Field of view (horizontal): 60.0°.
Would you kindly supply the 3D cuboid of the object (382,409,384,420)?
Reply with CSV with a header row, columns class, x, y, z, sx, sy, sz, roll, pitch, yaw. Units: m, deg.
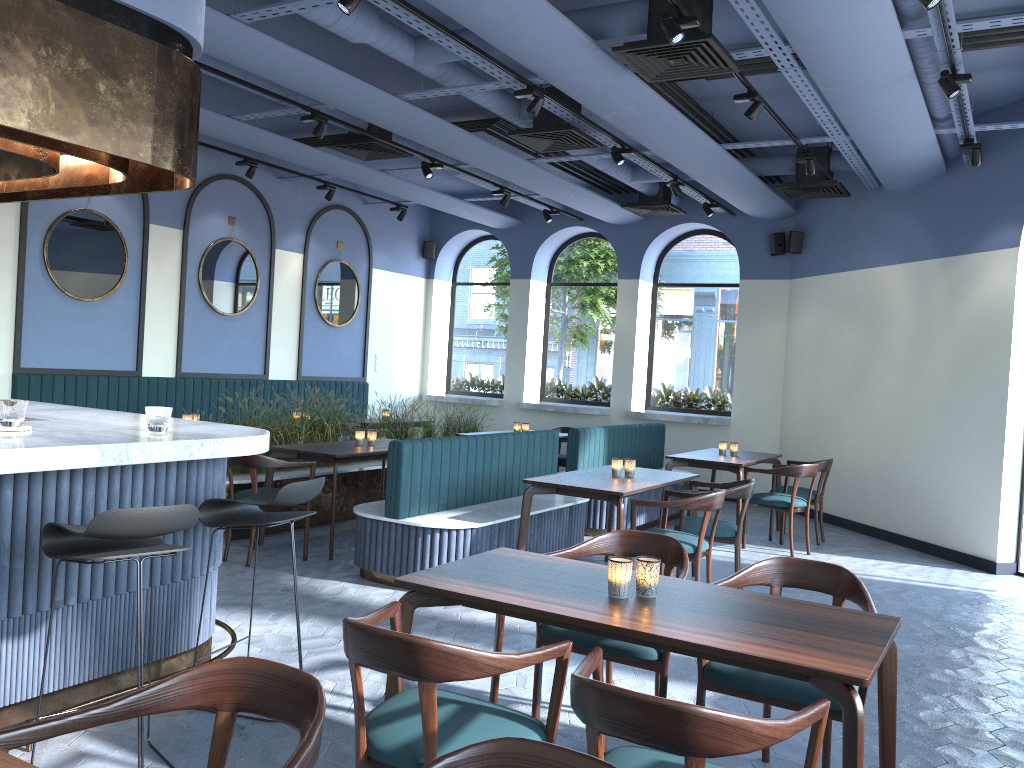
class,x,y,z,sx,sy,sz,roll,pitch,yaw
object,-1.495,0.363,10.453,0.078,0.120,0.078,4,1,13

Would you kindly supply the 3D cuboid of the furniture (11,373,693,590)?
class,x,y,z,sx,sy,sz,roll,pitch,yaw
furniture,-1.171,0.655,8.663,4.703,1.150,4.800,4,1,30

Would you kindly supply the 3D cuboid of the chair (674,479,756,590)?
class,x,y,z,sx,sy,sz,roll,pitch,yaw
chair,1.389,1.034,6.119,0.525,0.793,0.618,4,1,16

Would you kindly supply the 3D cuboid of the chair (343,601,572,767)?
class,x,y,z,sx,sy,sz,roll,pitch,yaw
chair,-0.219,1.008,2.435,0.618,0.793,0.525,4,1,29

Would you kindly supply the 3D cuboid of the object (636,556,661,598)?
class,x,y,z,sx,sy,sz,roll,pitch,yaw
object,0.434,0.619,2.842,0.078,0.120,0.078,2,1,-43

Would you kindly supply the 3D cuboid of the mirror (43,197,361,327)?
class,x,y,z,sx,sy,sz,roll,pitch,yaw
mirror,-3.082,-1.294,9.792,0.026,1.089,4.357,4,1,30

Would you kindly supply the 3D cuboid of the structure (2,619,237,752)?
class,x,y,z,sx,sy,sz,roll,pitch,yaw
structure,0.374,1.314,2.404,6.894,0.250,5.649,3,1,2

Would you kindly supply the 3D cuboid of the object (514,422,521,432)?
class,x,y,z,sx,sy,sz,roll,pitch,yaw
object,0.055,0.472,9.490,0.078,0.120,0.078,2,1,-43

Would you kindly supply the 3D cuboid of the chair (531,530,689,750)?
class,x,y,z,sx,sy,sz,roll,pitch,yaw
chair,0.433,1.025,3.578,0.618,0.793,0.525,4,1,29

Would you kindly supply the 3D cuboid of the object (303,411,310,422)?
class,x,y,z,sx,sy,sz,roll,pitch,yaw
object,-2.139,0.348,9.237,0.078,0.120,0.078,4,1,13

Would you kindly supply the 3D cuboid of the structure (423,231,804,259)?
class,x,y,z,sx,sy,sz,roll,pitch,yaw
structure,-1.295,-1.825,6.246,7.261,0.268,13.143,4,1,13

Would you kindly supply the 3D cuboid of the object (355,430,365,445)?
class,x,y,z,sx,sy,sz,roll,pitch,yaw
object,-1.245,0.437,7.260,0.078,0.120,0.078,4,1,13

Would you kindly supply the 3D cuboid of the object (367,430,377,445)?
class,x,y,z,sx,sy,sz,roll,pitch,yaw
object,-1.153,0.442,7.291,0.078,0.120,0.078,4,1,13

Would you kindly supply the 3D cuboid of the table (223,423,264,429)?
class,x,y,z,sx,sy,sz,roll,pitch,yaw
table,-2.887,0.764,8.027,0.548,0.755,1.285,4,1,30

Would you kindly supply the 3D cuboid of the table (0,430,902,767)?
class,x,y,z,sx,sy,sz,roll,pitch,yaw
table,-0.210,0.972,5.325,3.997,0.755,9.778,4,1,14

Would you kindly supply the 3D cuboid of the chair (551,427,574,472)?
class,x,y,z,sx,sy,sz,roll,pitch,yaw
chair,0.558,0.907,10.323,0.618,0.793,0.525,4,1,29

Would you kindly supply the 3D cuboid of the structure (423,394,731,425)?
class,x,y,z,sx,sy,sz,roll,pitch,yaw
structure,1.851,0.485,6.684,4.315,0.080,14.155,3,1,-9

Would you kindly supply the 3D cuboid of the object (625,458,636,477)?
class,x,y,z,sx,sy,sz,roll,pitch,yaw
object,0.818,0.580,6.156,0.078,0.120,0.078,4,1,13

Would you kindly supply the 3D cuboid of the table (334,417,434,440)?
class,x,y,z,sx,sy,sz,roll,pitch,yaw
table,-1.503,0.801,10.435,0.548,0.755,1.332,4,1,30

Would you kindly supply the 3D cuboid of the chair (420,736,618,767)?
class,x,y,z,sx,sy,sz,roll,pitch,yaw
chair,-0.054,1.038,1.360,0.618,0.793,0.525,4,1,29

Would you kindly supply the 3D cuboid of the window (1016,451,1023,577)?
class,x,y,z,sx,sy,sz,roll,pitch,yaw
window,4.424,-0.072,6.662,0.020,3.335,1.298,3,1,-15

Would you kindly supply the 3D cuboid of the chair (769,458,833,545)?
class,x,y,z,sx,sy,sz,roll,pitch,yaw
chair,2.712,1.071,8.329,0.525,0.793,0.618,4,1,29

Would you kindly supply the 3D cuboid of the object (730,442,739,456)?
class,x,y,z,sx,sy,sz,roll,pitch,yaw
object,2.096,0.614,8.370,0.078,0.120,0.078,2,1,-43

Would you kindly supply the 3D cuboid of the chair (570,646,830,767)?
class,x,y,z,sx,sy,sz,roll,pitch,yaw
chair,0.373,1.050,2.095,0.618,0.793,0.525,4,1,29

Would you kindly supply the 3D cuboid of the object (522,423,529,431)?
class,x,y,z,sx,sy,sz,roll,pitch,yaw
object,0.142,0.478,9.446,0.078,0.120,0.078,2,1,-43

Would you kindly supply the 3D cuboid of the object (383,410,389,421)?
class,x,y,z,sx,sy,sz,roll,pitch,yaw
object,-1.465,0.366,10.360,0.078,0.120,0.078,4,1,13

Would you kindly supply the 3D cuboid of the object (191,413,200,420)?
class,x,y,z,sx,sy,sz,roll,pitch,yaw
object,-2.867,0.327,8.026,0.078,0.120,0.078,2,1,-43

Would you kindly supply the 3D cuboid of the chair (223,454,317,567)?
class,x,y,z,sx,sy,sz,roll,pitch,yaw
chair,-1.770,0.845,6.271,0.618,0.793,0.525,4,1,29

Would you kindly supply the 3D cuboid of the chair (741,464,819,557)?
class,x,y,z,sx,sy,sz,roll,pitch,yaw
chair,2.370,1.062,7.734,0.618,0.793,0.525,3,1,-36

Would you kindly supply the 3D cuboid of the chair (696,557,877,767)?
class,x,y,z,sx,sy,sz,roll,pitch,yaw
chair,0.994,1.066,3.184,0.618,0.793,0.525,4,1,29

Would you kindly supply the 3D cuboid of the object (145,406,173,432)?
class,x,y,z,sx,sy,sz,roll,pitch,yaw
object,-1.496,0.150,3.751,0.111,0.102,0.111,3,1,1

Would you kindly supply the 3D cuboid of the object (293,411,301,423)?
class,x,y,z,sx,sy,sz,roll,pitch,yaw
object,-2.232,0.343,9.206,0.078,0.120,0.078,4,1,13

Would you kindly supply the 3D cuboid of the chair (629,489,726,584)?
class,x,y,z,sx,sy,sz,roll,pitch,yaw
chair,1.027,1.025,5.492,0.525,0.793,0.618,4,1,29

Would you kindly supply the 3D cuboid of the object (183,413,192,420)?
class,x,y,z,sx,sy,sz,roll,pitch,yaw
object,-2.911,0.326,7.939,0.078,0.120,0.078,2,1,-43

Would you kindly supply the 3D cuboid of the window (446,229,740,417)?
class,x,y,z,sx,sy,sz,roll,pitch,yaw
window,2.137,-0.728,6.714,3.897,2.394,14.212,3,1,-9

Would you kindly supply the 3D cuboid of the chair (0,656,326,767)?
class,x,y,z,sx,sy,sz,roll,pitch,yaw
chair,-0.645,0.997,1.701,0.618,0.793,0.525,4,1,29

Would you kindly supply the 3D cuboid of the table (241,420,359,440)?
class,x,y,z,sx,sy,sz,roll,pitch,yaw
table,-2.200,0.782,9.222,0.548,0.755,1.332,4,1,30

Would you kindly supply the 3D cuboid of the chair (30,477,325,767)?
class,x,y,z,sx,sy,sz,roll,pitch,yaw
chair,0.402,0.953,3.048,3.651,0.949,6.322,4,1,29

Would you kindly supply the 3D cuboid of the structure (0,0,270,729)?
class,x,y,z,sx,sy,sz,roll,pitch,yaw
structure,-3.181,-0.690,3.291,3.220,3.800,3.653,4,1,30

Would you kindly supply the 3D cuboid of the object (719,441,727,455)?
class,x,y,z,sx,sy,sz,roll,pitch,yaw
object,1.998,0.607,8.407,0.078,0.120,0.078,2,1,-43

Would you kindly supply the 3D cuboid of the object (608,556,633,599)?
class,x,y,z,sx,sy,sz,roll,pitch,yaw
object,0.341,0.614,2.811,0.078,0.120,0.078,2,1,-43

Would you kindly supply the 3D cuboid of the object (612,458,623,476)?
class,x,y,z,sx,sy,sz,roll,pitch,yaw
object,0.725,0.575,6.126,0.078,0.120,0.078,4,1,13

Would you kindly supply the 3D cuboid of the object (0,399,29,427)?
class,x,y,z,sx,sy,sz,roll,pitch,yaw
object,-1.949,0.115,3.458,0.111,0.102,0.111,3,1,1

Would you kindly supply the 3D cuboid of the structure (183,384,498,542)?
class,x,y,z,sx,sy,sz,roll,pitch,yaw
structure,-1.464,0.606,8.833,1.143,1.207,4.878,4,1,31

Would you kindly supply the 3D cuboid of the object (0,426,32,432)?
class,x,y,z,sx,sy,sz,roll,pitch,yaw
object,-2.048,0.125,3.427,0.342,0.099,0.171,3,1,-27
